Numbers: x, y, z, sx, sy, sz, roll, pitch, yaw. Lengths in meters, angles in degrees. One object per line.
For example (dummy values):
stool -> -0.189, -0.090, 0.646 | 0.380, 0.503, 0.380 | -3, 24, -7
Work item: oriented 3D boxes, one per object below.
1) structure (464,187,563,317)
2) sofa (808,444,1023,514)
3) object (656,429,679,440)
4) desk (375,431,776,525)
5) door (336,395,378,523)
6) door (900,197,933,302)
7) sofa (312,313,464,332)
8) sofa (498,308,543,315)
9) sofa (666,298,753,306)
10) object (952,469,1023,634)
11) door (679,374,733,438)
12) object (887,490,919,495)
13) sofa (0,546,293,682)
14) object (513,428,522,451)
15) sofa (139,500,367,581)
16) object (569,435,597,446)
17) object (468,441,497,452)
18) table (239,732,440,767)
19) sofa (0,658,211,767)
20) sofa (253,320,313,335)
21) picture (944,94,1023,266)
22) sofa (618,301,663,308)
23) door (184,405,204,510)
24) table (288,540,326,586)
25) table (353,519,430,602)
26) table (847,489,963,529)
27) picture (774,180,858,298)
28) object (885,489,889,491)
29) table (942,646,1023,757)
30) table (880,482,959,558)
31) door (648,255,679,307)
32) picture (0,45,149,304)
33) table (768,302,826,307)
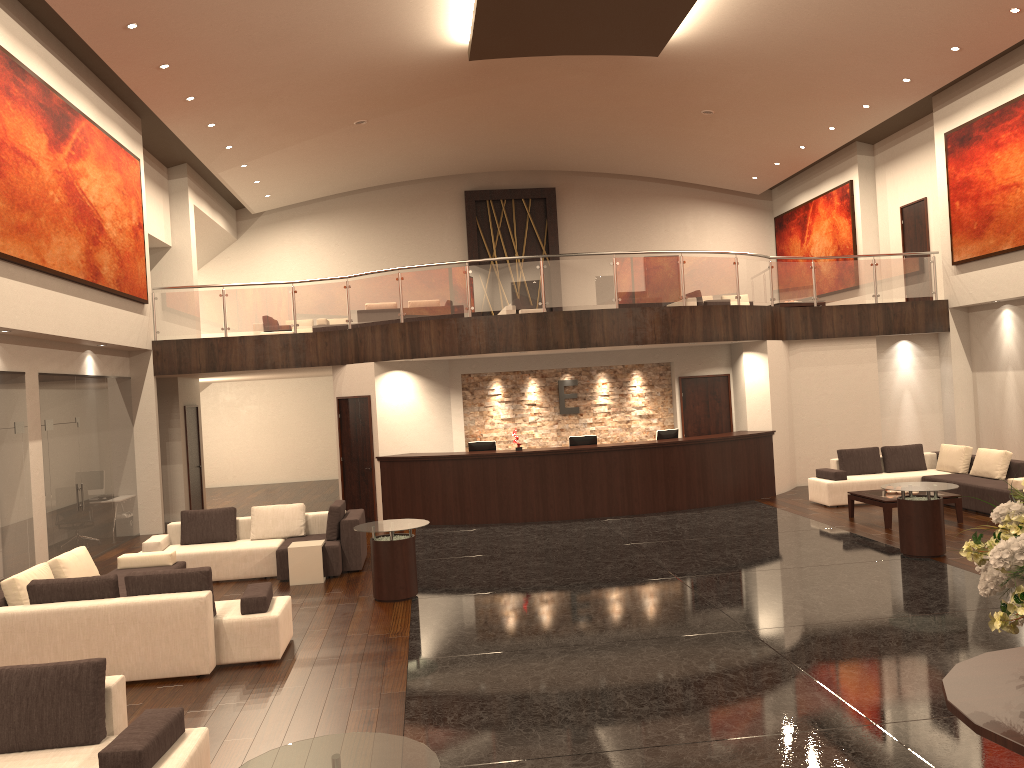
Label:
structure -> 0.065, -3.250, 24.484 | 2.524, 4.236, 0.187 | -3, 0, -6
sofa -> 6.378, 1.471, 13.612 | 2.586, 0.862, 3.366 | -3, 0, -6
object -> 2.725, 1.040, 15.476 | 0.483, 0.485, 0.189 | -3, 0, -31
desk -> 1.254, 1.621, 15.329 | 7.146, 1.171, 1.674 | -3, 0, -4
door -> -2.736, 1.327, 15.698 | 0.990, 2.232, 0.104 | -3, 0, 45
door -> 8.619, -2.761, 18.881 | 0.104, 2.232, 0.990 | -3, 0, -6
sofa -> -2.843, -1.396, 20.734 | 3.366, 0.862, 2.586 | -3, 0, -6
sofa -> 0.384, -1.584, 21.683 | 1.291, 0.862, 2.846 | -3, 0, -6
sofa -> 5.771, -1.900, 22.069 | 3.366, 0.862, 2.586 | -3, 0, -6
object -> 2.378, 0.643, 3.300 | 1.402, 1.097, 1.453 | -3, 0, 40
door -> 3.710, 0.948, 16.829 | 0.990, 2.232, 0.104 | -3, 0, -6
object -> 5.576, 1.550, 12.653 | 0.437, 0.040, 0.154 | -3, 0, 40
sofa -> -3.413, 2.037, 8.850 | 2.586, 0.862, 3.366 | -3, 0, -6
object -> 0.092, 0.914, 14.774 | 0.163, 0.390, 0.165 | -3, 0, 2
sofa -> -3.365, 2.041, 11.478 | 2.846, 0.862, 1.291 | -3, 0, -6
object -> 1.222, 1.128, 15.147 | 0.483, 0.485, 0.189 | -3, 0, -6
object -> -0.503, 1.230, 15.247 | 0.483, 0.485, 0.189 | -3, 0, 9
table -> -0.669, 1.895, 3.388 | 0.833, 0.795, 0.844 | -3, 0, -45
sofa -> -2.867, 1.993, 3.528 | 2.586, 0.862, 3.366 | -3, 0, -6
sofa -> -4.582, -1.290, 22.068 | 3.366, 0.862, 2.586 | -3, 0, -6
picture -> 8.658, -3.542, 13.667 | 0.070, 2.526, 6.485 | -3, 0, -6
sofa -> 2.705, -1.720, 21.789 | 1.291, 0.862, 2.846 | -3, 0, -6
door -> -6.479, 1.553, 18.038 | 0.104, 2.232, 0.990 | -3, 0, -6
table -> -2.510, 2.191, 10.900 | 0.400, 0.460, 0.400 | -3, 0, -6
table -> -1.300, 1.947, 9.749 | 0.833, 0.795, 0.844 | -3, 0, 33
table -> 5.600, 1.757, 12.700 | 1.100, 0.380, 1.100 | -3, 0, -6
picture -> 7.746, -3.467, 22.858 | 0.070, 2.526, 4.515 | -3, 0, -6
object -> 5.499, 1.521, 12.907 | 0.119, 0.106, 0.119 | -3, 0, 18
table -> 2.464, 1.648, 3.298 | 1.498, 0.921, 1.498 | -3, 0, -15
table -> 4.776, 1.590, 10.355 | 0.833, 0.795, 0.844 | -3, 0, 33
door -> 4.274, -2.491, 24.986 | 0.990, 2.232, 0.104 | -3, 0, -6
picture -> -6.109, -2.675, 12.195 | 0.070, 2.526, 6.485 | -3, 0, -6
table -> 6.681, -1.715, 21.062 | 1.100, 0.380, 1.100 | -3, 0, -6
